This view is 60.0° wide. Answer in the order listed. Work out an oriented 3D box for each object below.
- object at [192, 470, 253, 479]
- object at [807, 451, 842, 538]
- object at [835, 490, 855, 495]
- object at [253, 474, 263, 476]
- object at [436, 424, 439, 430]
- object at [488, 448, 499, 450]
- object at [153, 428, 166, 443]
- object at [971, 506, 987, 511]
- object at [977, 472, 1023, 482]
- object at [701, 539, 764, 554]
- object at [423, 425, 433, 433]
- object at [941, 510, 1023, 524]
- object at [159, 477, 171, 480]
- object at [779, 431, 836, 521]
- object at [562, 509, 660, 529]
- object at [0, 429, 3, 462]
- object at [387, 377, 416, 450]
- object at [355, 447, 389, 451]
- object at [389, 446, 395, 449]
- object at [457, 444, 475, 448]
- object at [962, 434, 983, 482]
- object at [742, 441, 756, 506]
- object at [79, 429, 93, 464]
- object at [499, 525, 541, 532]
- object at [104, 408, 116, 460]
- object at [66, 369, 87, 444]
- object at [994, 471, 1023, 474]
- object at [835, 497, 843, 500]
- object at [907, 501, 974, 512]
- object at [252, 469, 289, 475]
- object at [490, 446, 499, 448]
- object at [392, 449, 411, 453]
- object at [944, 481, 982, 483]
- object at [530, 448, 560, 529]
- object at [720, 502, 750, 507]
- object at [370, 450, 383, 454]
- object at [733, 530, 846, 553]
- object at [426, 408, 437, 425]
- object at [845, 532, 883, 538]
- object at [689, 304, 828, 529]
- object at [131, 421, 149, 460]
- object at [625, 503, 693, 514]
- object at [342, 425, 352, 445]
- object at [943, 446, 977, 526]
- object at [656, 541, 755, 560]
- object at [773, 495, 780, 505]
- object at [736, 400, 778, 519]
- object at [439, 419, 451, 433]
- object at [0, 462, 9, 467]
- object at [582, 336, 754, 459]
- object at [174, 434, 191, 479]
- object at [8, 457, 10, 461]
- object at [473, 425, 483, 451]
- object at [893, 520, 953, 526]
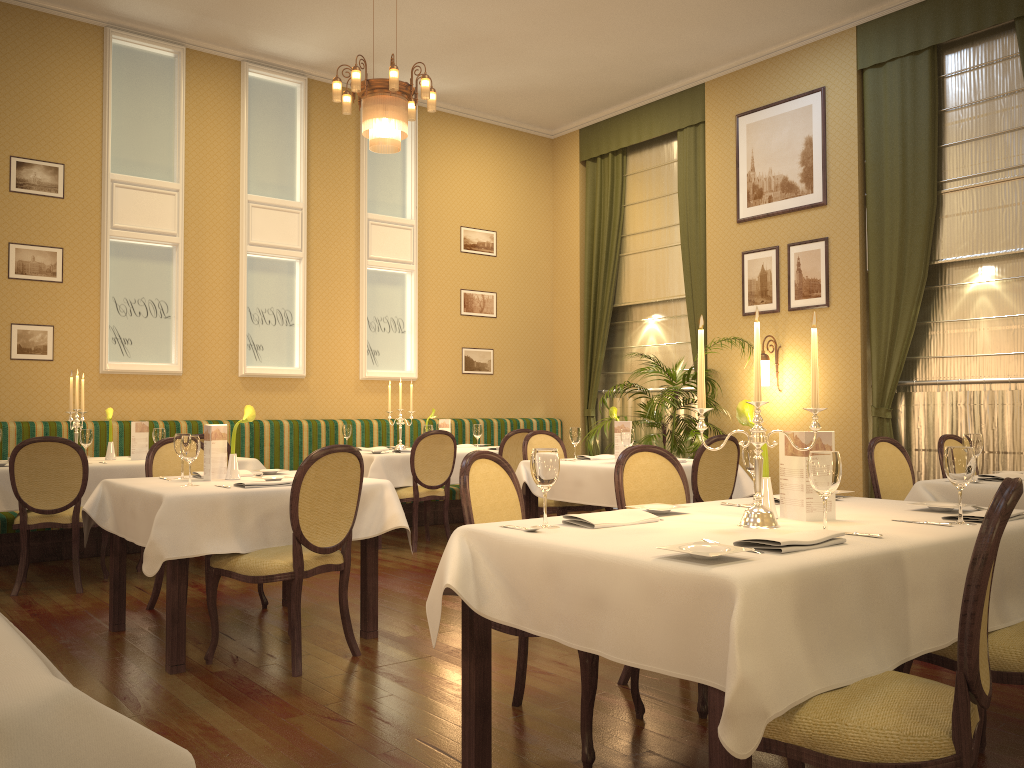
[{"bbox_3d":[-1.512,0.472,4.639,0.273,0.033,0.142,1,-2,-38],"label":"object"},{"bbox_3d":[0.831,0.294,2.357,0.088,0.229,0.088,0,-2,4],"label":"object"},{"bbox_3d":[1.233,0.433,3.487,0.160,0.024,0.160,1,-2,-38],"label":"object"},{"bbox_3d":[-1.371,0.482,4.730,0.038,0.015,0.181,1,-2,-37],"label":"object"},{"bbox_3d":[-0.677,0.492,8.401,0.088,0.229,0.088,0,-2,10],"label":"object"},{"bbox_3d":[-0.073,0.582,7.982,0.273,0.024,0.142,1,-2,-38],"label":"object"},{"bbox_3d":[-2.471,0.424,6.210,0.088,0.229,0.088,0,-2,10],"label":"object"},{"bbox_3d":[1.613,0.418,2.940,0.038,0.015,0.181,1,-2,-37],"label":"object"},{"bbox_3d":[2.403,0.455,4.320,0.273,0.033,0.142,1,-2,-38],"label":"object"},{"bbox_3d":[0.534,0.395,2.159,0.038,0.015,0.181,1,-2,-37],"label":"object"},{"bbox_3d":[-0.717,0.465,7.575,0.088,0.229,0.088,0,-2,10],"label":"object"},{"bbox_3d":[1.475,0.410,2.764,0.273,0.024,0.142,1,-2,-38],"label":"object"},{"bbox_3d":[-1.741,0.476,4.463,0.017,0.010,0.185,1,-2,-37],"label":"object"},{"bbox_3d":[0.909,0.284,2.744,0.166,0.277,0.081,-1,-2,23],"label":"object"},{"bbox_3d":[0.299,0.405,2.669,0.273,0.033,0.142,1,-2,-38],"label":"object"},{"bbox_3d":[-3.575,0.424,6.133,0.088,0.229,0.088,0,-2,10],"label":"object"},{"bbox_3d":[-0.983,0.264,7.814,0.131,0.655,0.390,1,-2,-32],"label":"object"},{"bbox_3d":[-1.249,0.577,7.888,0.273,0.033,0.142,1,-2,-38],"label":"object"},{"bbox_3d":[-1.064,0.587,8.142,0.160,0.024,0.160,1,-2,-38],"label":"object"},{"bbox_3d":[-0.509,0.596,8.516,0.273,0.033,0.142,1,-2,-38],"label":"object"},{"bbox_3d":[2.200,0.352,4.232,0.088,0.229,0.088,0,-2,10],"label":"object"},{"bbox_3d":[0.871,0.320,3.183,0.088,0.229,0.088,0,-2,10],"label":"object"},{"bbox_3d":[-2.840,0.415,5.909,0.088,0.229,0.088,0,-2,10],"label":"object"},{"bbox_3d":[0.024,0.408,2.527,0.038,0.015,0.181,1,-2,-37],"label":"object"},{"bbox_3d":[-2.859,0.355,6.306,0.076,0.375,0.163,0,-2,-16],"label":"object"},{"bbox_3d":[-3.039,0.216,6.191,0.131,0.655,0.390,1,-2,-24],"label":"object"},{"bbox_3d":[2.587,0.465,4.574,0.160,0.024,0.160,1,-2,-38],"label":"object"},{"bbox_3d":[1.180,0.434,3.388,0.038,0.015,0.181,1,-2,-37],"label":"object"},{"bbox_3d":[1.441,0.416,2.977,0.160,0.024,0.160,1,-2,-38],"label":"object"},{"bbox_3d":[-1.319,0.481,4.829,0.160,0.024,0.160,1,-2,-38],"label":"object"},{"bbox_3d":[-0.107,0.587,8.196,0.160,0.024,0.160,1,-2,-38],"label":"object"},{"bbox_3d":[-0.852,0.561,7.437,0.273,0.033,0.142,1,-2,-38],"label":"object"},{"bbox_3d":[2.127,0.457,4.178,0.038,0.015,0.181,1,-2,-37],"label":"object"},{"bbox_3d":[0.096,0.302,2.581,0.088,0.229,0.088,0,-2,10],"label":"object"},{"bbox_3d":[0.810,0.428,3.121,0.017,0.010,0.185,1,-2,-37],"label":"object"},{"bbox_3d":[-1.107,0.558,7.244,0.160,0.024,0.160,1,-2,-38],"label":"object"},{"bbox_3d":[0.697,0.390,2.219,0.273,0.033,0.142,1,-2,-38],"label":"object"},{"bbox_3d":[-0.749,0.407,8.046,0.076,0.375,0.163,-2,-2,39],"label":"object"},{"bbox_3d":[0.918,0.405,2.411,0.017,0.010,0.185,1,-2,-38],"label":"object"},{"bbox_3d":[0.723,0.093,2.606,0.390,0.655,0.131,0,-2,-4],"label":"object"},{"bbox_3d":[-2.653,0.408,6.383,0.081,0.277,0.166,-1,-2,13],"label":"object"},{"bbox_3d":[0.484,0.416,2.923,0.160,0.024,0.160,1,-2,-38],"label":"object"},{"bbox_3d":[-1.452,0.474,7.800,0.088,0.229,0.088,0,-2,10],"label":"object"},{"bbox_3d":[1.333,0.302,2.639,0.088,0.229,0.088,0,-2,10],"label":"object"},{"bbox_3d":[0.442,0.387,2.025,0.160,0.024,0.160,1,-2,-38],"label":"object"},{"bbox_3d":[1.040,0.424,3.297,0.273,0.033,0.142,1,-2,-38],"label":"object"},{"bbox_3d":[0.782,0.236,2.829,0.076,0.375,0.163,0,-2,-16],"label":"object"},{"bbox_3d":[-0.618,0.456,7.996,0.081,0.277,0.166,1,-2,-22],"label":"object"},{"bbox_3d":[-3.230,0.509,5.577,0.160,0.024,0.160,1,-2,-38],"label":"object"},{"bbox_3d":[1.540,0.461,8.331,1.496,1.807,1.552,-1,-2,33],"label":"object"},{"bbox_3d":[-1.681,0.368,4.525,0.088,0.229,0.088,0,-2,4],"label":"object"},{"bbox_3d":[-3.372,0.527,6.222,0.273,0.033,0.142,1,-2,-38],"label":"object"},{"bbox_3d":[-0.303,0.472,7.812,0.088,0.229,0.088,0,-2,10],"label":"object"},{"bbox_3d":[1.219,0.412,2.647,0.017,0.010,0.185,1,-2,-38],"label":"object"}]
